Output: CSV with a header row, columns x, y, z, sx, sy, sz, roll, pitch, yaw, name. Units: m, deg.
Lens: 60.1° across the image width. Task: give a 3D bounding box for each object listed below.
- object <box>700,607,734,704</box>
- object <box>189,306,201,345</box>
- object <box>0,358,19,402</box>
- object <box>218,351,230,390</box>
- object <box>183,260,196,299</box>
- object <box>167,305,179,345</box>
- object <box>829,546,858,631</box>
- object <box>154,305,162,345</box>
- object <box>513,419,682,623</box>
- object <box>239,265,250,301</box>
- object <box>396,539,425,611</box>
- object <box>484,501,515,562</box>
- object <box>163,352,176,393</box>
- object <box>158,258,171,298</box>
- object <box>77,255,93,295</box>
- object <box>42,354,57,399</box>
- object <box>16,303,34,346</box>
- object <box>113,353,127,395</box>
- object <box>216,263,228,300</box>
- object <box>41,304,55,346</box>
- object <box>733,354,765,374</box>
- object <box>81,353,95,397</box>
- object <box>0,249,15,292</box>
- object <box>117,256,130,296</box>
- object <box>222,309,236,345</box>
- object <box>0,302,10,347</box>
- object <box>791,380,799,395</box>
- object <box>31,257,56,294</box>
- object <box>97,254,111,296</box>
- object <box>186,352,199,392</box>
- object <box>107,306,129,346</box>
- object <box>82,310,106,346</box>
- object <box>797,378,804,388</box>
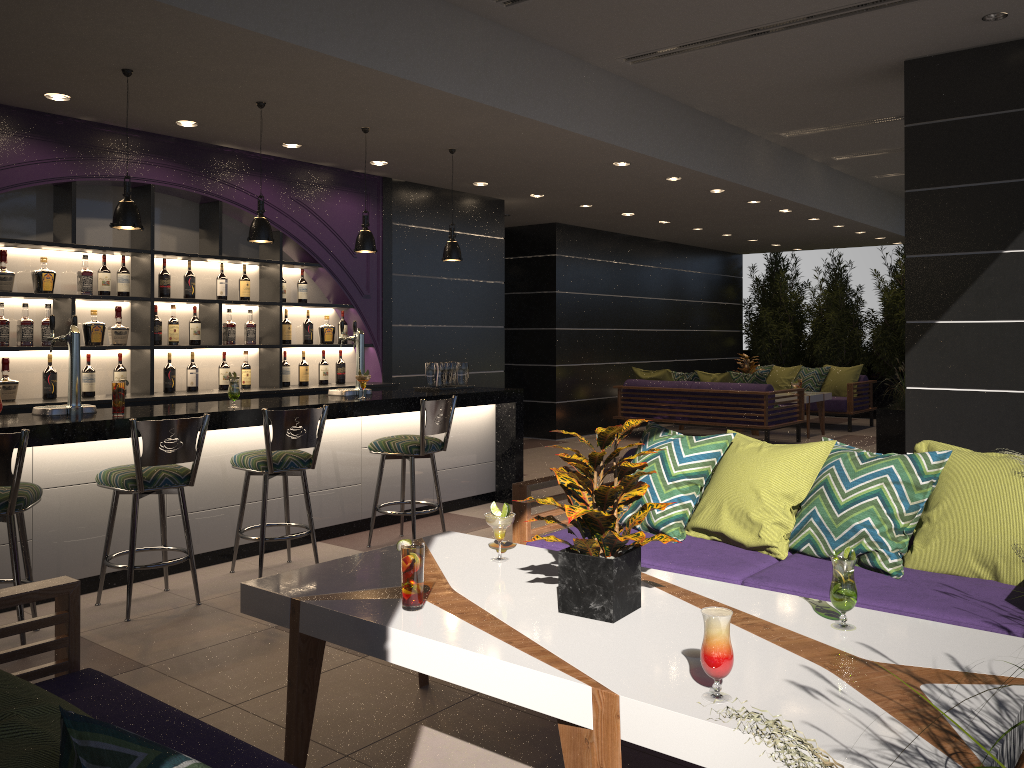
x,y,z,sx,sy,sz,roll,pitch,yaw,name
0.430,0.567,1.855,0.069,0.181,0.069,0,0,22,object
-2.395,-0.441,6.685,0.086,0.298,0.086,0,0,-2,object
-3.225,-0.027,5.636,0.123,0.279,0.123,0,0,39,object
-2.237,-0.105,6.878,0.086,0.298,0.086,0,0,-2,object
-2.434,-0.784,6.681,0.086,0.297,0.086,0,0,-2,object
-2.516,-0.437,6.571,0.080,0.300,0.080,0,0,41,object
0.864,0.528,2.308,0.069,0.211,0.069,0,0,22,object
-2.591,-0.428,6.435,0.086,0.299,0.086,0,0,-2,object
0.257,0.363,2.461,0.425,0.526,0.430,-1,1,-39,object
-2.134,-0.803,7.059,0.086,0.299,0.086,0,0,-2,object
-0.281,0.530,2.472,0.067,0.190,0.084,0,0,-26,object
-0.041,0.498,3.005,0.106,0.197,0.106,0,0,-23,object
-2.513,-0.084,6.495,0.086,0.297,0.086,0,0,-2,object
-2.562,-0.776,6.523,0.086,0.299,0.086,0,0,-2,object
-2.926,-0.743,6.065,0.083,0.282,0.083,0,0,39,object
-3.044,-0.049,5.830,0.086,0.297,0.086,0,0,-2,object
-3.173,-0.386,5.769,0.083,0.282,0.083,0,0,39,object
-2.753,-0.070,6.218,0.086,0.298,0.086,0,0,-2,object
-2.258,-0.803,6.903,0.104,0.315,0.086,0,0,44,object
-3.074,-0.391,5.862,0.083,0.282,0.083,0,0,-31,object
3.276,-0.160,12.338,0.425,0.526,0.430,-1,1,-34,object
-2.882,-0.059,6.023,0.086,0.298,0.086,0,0,-2,object
-3.245,-0.718,5.647,0.123,0.279,0.123,0,0,-38,object
-2.760,-0.763,6.284,0.086,0.298,0.086,0,0,-2,object
-2.221,-0.448,6.951,0.083,0.282,0.083,0,0,39,object
-3.251,-0.378,5.626,0.083,0.282,0.083,0,0,24,object
3.730,0.040,11.657,0.106,0.197,0.106,0,0,-23,object
-3.096,-0.714,5.853,0.094,0.248,0.151,0,0,28,object
-2.857,-0.759,6.200,0.086,0.298,0.086,0,0,-2,object
-2.401,-0.100,6.662,0.104,0.315,0.086,0,0,44,object
-2.763,-0.407,6.213,0.123,0.279,0.123,0,0,-38,object
-2.866,-0.384,6.067,0.094,0.248,0.151,0,0,41,object
3.969,0.016,12.189,0.067,0.190,0.084,0,0,-26,object
